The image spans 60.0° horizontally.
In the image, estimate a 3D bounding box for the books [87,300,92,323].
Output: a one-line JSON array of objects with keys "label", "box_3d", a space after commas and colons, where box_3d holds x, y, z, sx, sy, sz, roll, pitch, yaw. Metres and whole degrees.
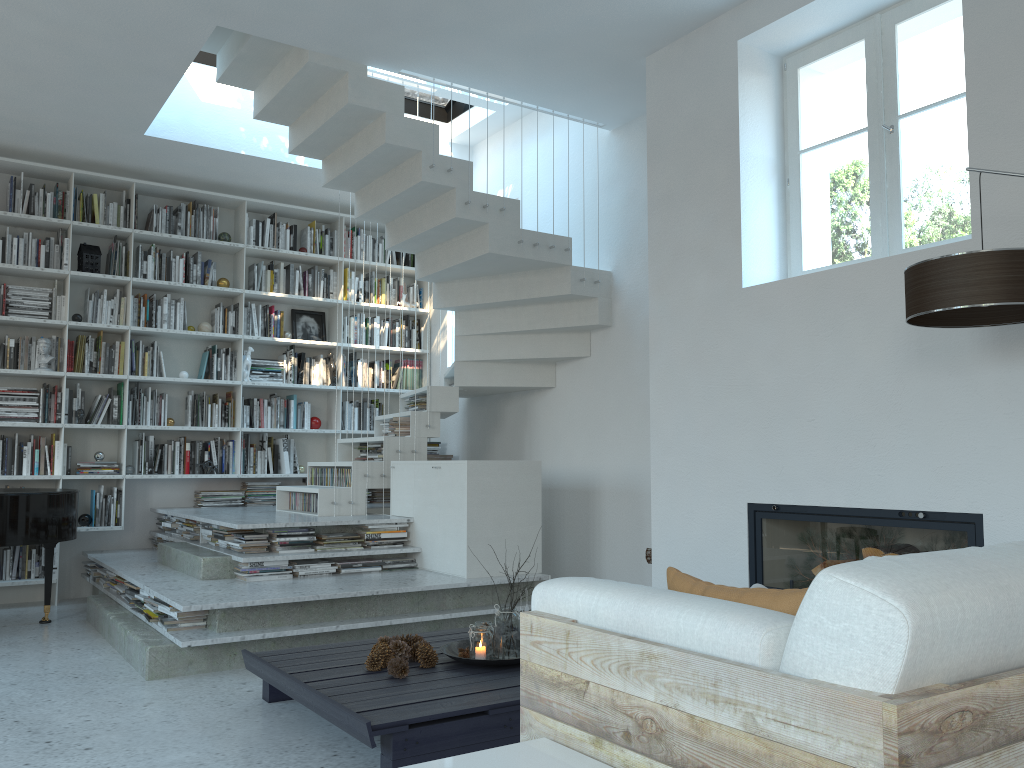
[{"label": "books", "box_3d": [-3.163, -0.520, 6.616, 0.028, 0.185, 0.181, 3, -6, -33]}]

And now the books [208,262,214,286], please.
[{"label": "books", "box_3d": [-2.444, -0.858, 7.127, 0.048, 0.216, 0.182, 3, -6, -33]}]

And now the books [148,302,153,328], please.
[{"label": "books", "box_3d": [-2.815, -0.513, 6.865, 0.026, 0.215, 0.161, 3, -6, -33]}]

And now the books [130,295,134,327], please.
[{"label": "books", "box_3d": [-2.929, -0.539, 6.775, 0.028, 0.251, 0.190, 3, -6, -33]}]

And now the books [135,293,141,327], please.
[{"label": "books", "box_3d": [-2.887, -0.548, 6.827, 0.014, 0.278, 0.154, 3, -5, -33]}]

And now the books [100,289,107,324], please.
[{"label": "books", "box_3d": [-3.078, -0.561, 6.662, 0.028, 0.275, 0.187, 3, -6, -33]}]

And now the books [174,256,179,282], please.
[{"label": "books", "box_3d": [-2.656, -0.880, 6.991, 0.023, 0.236, 0.149, 3, -6, -33]}]

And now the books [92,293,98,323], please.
[{"label": "books", "box_3d": [-3.141, -0.549, 6.652, 0.028, 0.249, 0.164, 3, -6, -33]}]

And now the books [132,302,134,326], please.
[{"label": "books", "box_3d": [-2.927, -0.515, 6.808, 0.013, 0.209, 0.140, 3, -6, -33]}]

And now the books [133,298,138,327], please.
[{"label": "books", "box_3d": [-2.907, -0.531, 6.817, 0.030, 0.242, 0.138, 3, -5, -33]}]

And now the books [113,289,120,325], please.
[{"label": "books", "box_3d": [-3.014, -0.563, 6.733, 0.028, 0.293, 0.154, 3, -5, -33]}]

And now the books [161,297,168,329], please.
[{"label": "books", "box_3d": [-2.719, -0.533, 6.903, 0.030, 0.263, 0.182, 3, -6, -33]}]

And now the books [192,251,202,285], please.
[{"label": "books", "box_3d": [-2.516, -0.897, 7.068, 0.029, 0.285, 0.183, 3, -6, -33]}]

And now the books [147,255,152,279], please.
[{"label": "books", "box_3d": [-2.823, -0.877, 6.863, 0.026, 0.207, 0.181, 3, -6, -33]}]

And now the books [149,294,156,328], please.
[{"label": "books", "box_3d": [-2.788, -0.546, 6.862, 0.014, 0.280, 0.177, 3, -6, -33]}]

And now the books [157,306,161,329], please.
[{"label": "books", "box_3d": [-2.761, -0.500, 6.894, 0.025, 0.194, 0.171, 3, -6, -33]}]

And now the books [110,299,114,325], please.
[{"label": "books", "box_3d": [-3.039, -0.525, 6.703, 0.029, 0.211, 0.158, 3, -6, -33]}]

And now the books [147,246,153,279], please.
[{"label": "books", "box_3d": [-2.817, -0.913, 6.890, 0.011, 0.283, 0.173, 3, -6, -33]}]

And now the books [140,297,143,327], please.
[{"label": "books", "box_3d": [-2.866, -0.533, 6.820, 0.014, 0.247, 0.176, 3, -6, -33]}]

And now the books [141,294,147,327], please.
[{"label": "books", "box_3d": [-2.852, -0.547, 6.865, 0.014, 0.283, 0.135, 3, -5, -33]}]

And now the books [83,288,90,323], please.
[{"label": "books", "box_3d": [-3.185, -0.569, 6.631, 0.018, 0.285, 0.159, 3, -5, -33]}]

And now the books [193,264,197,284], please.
[{"label": "books", "box_3d": [-2.547, -0.846, 7.060, 0.027, 0.181, 0.176, 3, -6, -33]}]

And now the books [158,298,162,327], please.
[{"label": "books", "box_3d": [-2.750, -0.529, 6.912, 0.011, 0.256, 0.131, 3, -5, -33]}]

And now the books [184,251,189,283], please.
[{"label": "books", "box_3d": [-2.596, -0.899, 7.048, 0.012, 0.285, 0.159, 3, -5, -33]}]

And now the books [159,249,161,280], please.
[{"label": "books", "box_3d": [-2.769, -0.905, 6.939, 0.012, 0.276, 0.133, 3, -5, -33]}]

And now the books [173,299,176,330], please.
[{"label": "books", "box_3d": [-2.670, -0.527, 6.972, 0.024, 0.261, 0.133, 3, -5, -33]}]

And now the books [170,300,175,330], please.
[{"label": "books", "box_3d": [-2.679, -0.521, 6.941, 0.025, 0.244, 0.183, 3, -6, -33]}]

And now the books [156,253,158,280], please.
[{"label": "books", "box_3d": [-2.788, -0.887, 6.910, 0.012, 0.235, 0.165, 3, -6, -33]}]

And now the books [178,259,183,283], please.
[{"label": "books", "box_3d": [-2.630, -0.866, 6.989, 0.021, 0.209, 0.181, 3, -6, -33]}]

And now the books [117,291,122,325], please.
[{"label": "books", "box_3d": [-3.000, -0.555, 6.739, 0.025, 0.277, 0.173, 3, -6, -33]}]

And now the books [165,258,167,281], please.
[{"label": "books", "box_3d": [-2.733, -0.872, 6.955, 0.014, 0.214, 0.132, 3, -6, -33]}]

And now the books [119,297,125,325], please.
[{"label": "books", "box_3d": [-2.977, -0.531, 6.733, 0.028, 0.229, 0.177, 3, -6, -33]}]

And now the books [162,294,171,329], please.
[{"label": "books", "box_3d": [-2.709, -0.546, 6.942, 0.027, 0.295, 0.159, 3, -5, -33]}]

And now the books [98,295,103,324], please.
[{"label": "books", "box_3d": [-3.104, -0.540, 6.669, 0.023, 0.236, 0.178, 3, -6, -33]}]

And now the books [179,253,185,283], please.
[{"label": "books", "box_3d": [-2.615, -0.891, 7.019, 0.012, 0.264, 0.156, 3, -5, -33]}]

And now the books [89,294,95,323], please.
[{"label": "books", "box_3d": [-3.158, -0.546, 6.646, 0.024, 0.242, 0.159, 3, -6, -33]}]

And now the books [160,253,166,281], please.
[{"label": "books", "box_3d": [-2.740, -0.888, 6.929, 0.027, 0.241, 0.160, 3, -6, -33]}]

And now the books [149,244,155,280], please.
[{"label": "books", "box_3d": [-2.803, -0.924, 6.893, 0.014, 0.306, 0.152, 3, -5, -33]}]

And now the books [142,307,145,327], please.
[{"label": "books", "box_3d": [-2.858, -0.497, 6.837, 0.021, 0.178, 0.136, 3, -6, -33]}]

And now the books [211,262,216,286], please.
[{"label": "books", "box_3d": [-2.423, -0.861, 7.163, 0.026, 0.229, 0.140, 3, -6, -33]}]

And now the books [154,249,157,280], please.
[{"label": "books", "box_3d": [-2.792, -0.905, 6.898, 0.010, 0.268, 0.166, 3, -6, -33]}]

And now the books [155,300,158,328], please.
[{"label": "books", "box_3d": [-2.776, -0.523, 6.876, 0.022, 0.237, 0.164, 3, -6, -33]}]

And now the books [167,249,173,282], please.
[{"label": "books", "box_3d": [-2.699, -0.905, 6.980, 0.013, 0.284, 0.154, 3, -5, -33]}]

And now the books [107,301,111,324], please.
[{"label": "books", "box_3d": [-3.056, -0.519, 6.690, 0.027, 0.196, 0.185, 3, -6, -33]}]

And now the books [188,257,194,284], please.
[{"label": "books", "box_3d": [-2.569, -0.876, 7.042, 0.030, 0.237, 0.186, 3, -6, -33]}]

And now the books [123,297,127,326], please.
[{"label": "books", "box_3d": [-2.969, -0.533, 6.757, 0.026, 0.237, 0.173, 3, -6, -33]}]

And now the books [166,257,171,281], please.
[{"label": "books", "box_3d": [-2.718, -0.875, 6.970, 0.028, 0.223, 0.142, 3, -6, -33]}]

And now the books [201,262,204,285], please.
[{"label": "books", "box_3d": [-2.500, -0.859, 7.094, 0.030, 0.212, 0.157, 3, -6, -33]}]

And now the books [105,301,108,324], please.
[{"label": "books", "box_3d": [-3.070, -0.519, 6.677, 0.024, 0.194, 0.173, 3, -6, -33]}]

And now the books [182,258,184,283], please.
[{"label": "books", "box_3d": [-2.624, -0.871, 7.010, 0.011, 0.222, 0.159, 3, -6, -33]}]

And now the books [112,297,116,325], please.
[{"label": "books", "box_3d": [-3.027, -0.535, 6.720, 0.024, 0.233, 0.149, 3, -6, -33]}]

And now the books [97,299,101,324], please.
[{"label": "books", "box_3d": [-3.119, -0.526, 6.664, 0.023, 0.207, 0.171, 3, -6, -33]}]

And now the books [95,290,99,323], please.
[{"label": "books", "box_3d": [-3.129, -0.561, 6.662, 0.019, 0.275, 0.146, 3, -5, -33]}]

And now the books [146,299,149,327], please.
[{"label": "books", "box_3d": [-2.830, -0.524, 6.854, 0.013, 0.236, 0.157, 3, -6, -33]}]

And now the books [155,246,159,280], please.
[{"label": "books", "box_3d": [-2.780, -0.916, 6.925, 0.021, 0.295, 0.138, 3, -5, -33]}]

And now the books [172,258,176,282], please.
[{"label": "books", "box_3d": [-2.682, -0.870, 6.986, 0.025, 0.216, 0.144, 3, -6, -33]}]

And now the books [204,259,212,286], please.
[{"label": "books", "box_3d": [-2.458, -0.869, 7.108, 0.054, 0.235, 0.171, 3, -6, -33]}]
